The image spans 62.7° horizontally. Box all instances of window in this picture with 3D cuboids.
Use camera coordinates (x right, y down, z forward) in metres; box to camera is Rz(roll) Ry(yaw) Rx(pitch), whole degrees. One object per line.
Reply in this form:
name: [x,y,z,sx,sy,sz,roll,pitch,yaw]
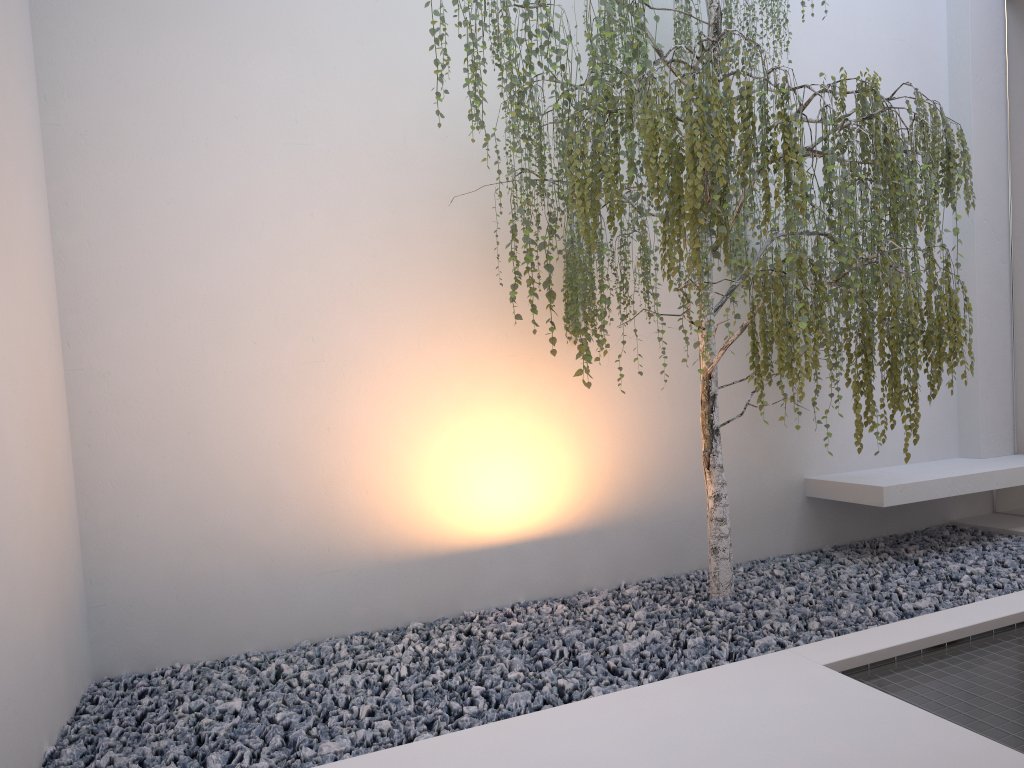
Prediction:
window: [3.392,-0.820,4.147,0.055,3.272,2.546,-6,2,-17]

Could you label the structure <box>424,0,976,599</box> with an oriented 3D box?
structure: [0.936,-1.019,3.468,2.702,4.012,1.564,-5,3,-28]
